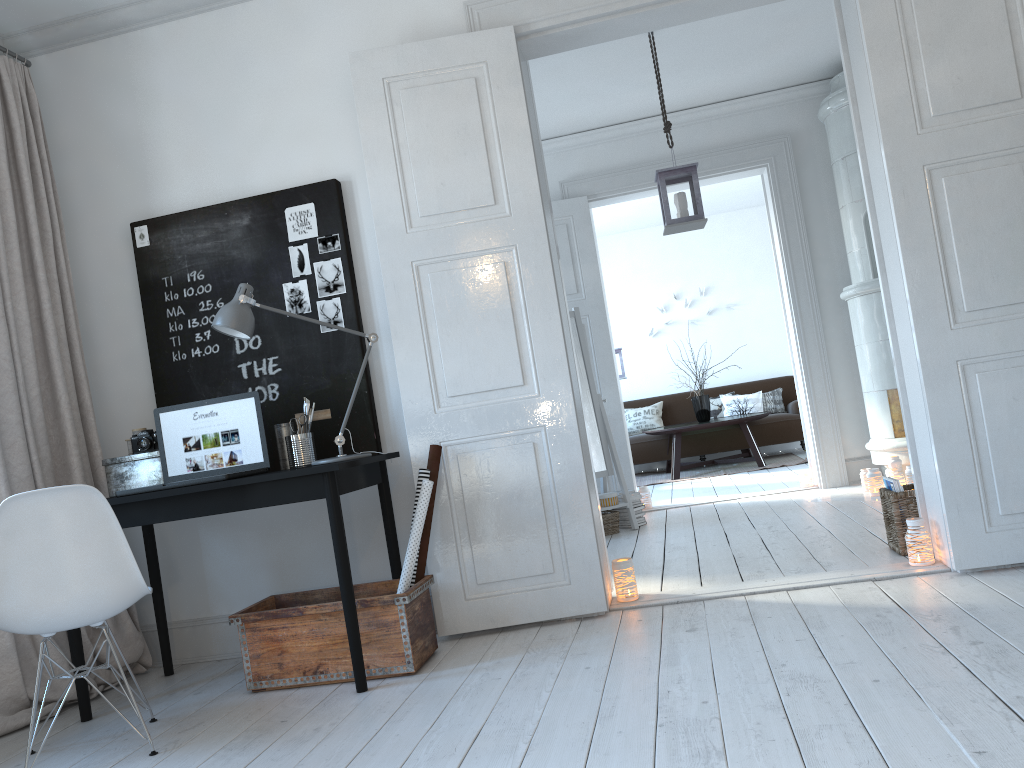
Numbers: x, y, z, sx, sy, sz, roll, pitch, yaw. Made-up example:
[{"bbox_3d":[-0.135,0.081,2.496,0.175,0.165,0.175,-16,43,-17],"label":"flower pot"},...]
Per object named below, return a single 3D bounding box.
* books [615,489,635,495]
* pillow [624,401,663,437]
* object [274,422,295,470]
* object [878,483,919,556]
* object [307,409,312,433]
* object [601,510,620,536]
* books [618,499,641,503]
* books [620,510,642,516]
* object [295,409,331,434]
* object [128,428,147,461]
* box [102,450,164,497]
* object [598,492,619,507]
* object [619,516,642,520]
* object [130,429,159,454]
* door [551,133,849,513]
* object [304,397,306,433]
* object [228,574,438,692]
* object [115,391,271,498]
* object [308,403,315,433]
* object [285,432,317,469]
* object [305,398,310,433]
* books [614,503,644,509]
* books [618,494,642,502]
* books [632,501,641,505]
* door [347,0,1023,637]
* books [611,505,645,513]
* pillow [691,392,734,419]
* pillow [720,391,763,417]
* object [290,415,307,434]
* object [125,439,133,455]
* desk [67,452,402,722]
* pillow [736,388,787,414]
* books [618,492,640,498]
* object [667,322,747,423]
[{"bbox_3d":[0.738,0.718,5.877,0.111,0.014,0.156,-9,-2,-10],"label":"books"},{"bbox_3d":[1.478,0.414,10.030,0.519,0.367,0.239,-9,-2,10],"label":"pillow"},{"bbox_3d":[-0.899,0.252,3.545,0.079,0.188,0.079,-9,-2,-11],"label":"object"},{"bbox_3d":[1.744,0.564,3.768,0.270,0.264,0.224,-9,-2,10],"label":"object"},{"bbox_3d":[-0.800,0.208,3.459,0.009,0.221,0.082,-10,-2,39],"label":"object"},{"bbox_3d":[0.584,0.900,5.735,0.185,0.140,0.296,-8,-2,-18],"label":"object"},{"bbox_3d":[0.752,0.774,5.865,0.128,0.016,0.181,-8,-3,-19],"label":"books"},{"bbox_3d":[0.757,0.852,5.867,0.167,0.022,0.128,-11,-3,44],"label":"books"},{"bbox_3d":[-0.774,0.211,3.504,0.138,0.208,0.034,-9,-1,-10],"label":"object"},{"bbox_3d":[-1.513,0.245,3.543,0.056,0.130,0.167,-9,-2,9],"label":"object"},{"bbox_3d":[-1.457,0.353,3.558,0.317,0.152,0.193,-9,-2,10],"label":"box"},{"bbox_3d":[0.614,0.744,5.712,0.142,0.074,0.142,-9,-2,-6],"label":"object"},{"bbox_3d":[0.764,0.885,5.875,0.111,0.014,0.157,-7,-3,-37],"label":"object"},{"bbox_3d":[-1.434,0.224,3.460,0.137,0.087,0.073,-9,-2,10],"label":"object"},{"bbox_3d":[1.369,-0.390,6.503,2.600,2.504,0.577,-9,-2,10],"label":"door"},{"bbox_3d":[-0.809,0.184,3.471,0.008,0.267,0.060,-10,-2,27],"label":"object"},{"bbox_3d":[-0.627,0.908,3.233,0.665,0.282,0.339,-9,-2,10],"label":"object"},{"bbox_3d":[-1.180,0.214,3.244,0.446,0.315,0.325,-9,-2,10],"label":"object"},{"bbox_3d":[-0.791,0.197,3.452,0.084,0.240,0.009,-9,-1,-13],"label":"object"},{"bbox_3d":[-0.821,0.260,3.458,0.108,0.128,0.108,-10,-2,25],"label":"object"},{"bbox_3d":[-0.804,0.186,3.470,0.062,0.264,0.012,-8,-2,-38],"label":"object"},{"bbox_3d":[0.763,0.807,5.868,0.128,0.016,0.179,-7,-3,-37],"label":"books"},{"bbox_3d":[0.756,0.752,5.858,0.128,0.026,0.200,-8,-3,-18],"label":"books"},{"bbox_3d":[0.755,0.791,5.867,0.128,0.016,0.177,-8,-3,-23],"label":"books"},{"bbox_3d":[0.828,-0.433,3.536,2.600,2.504,0.577,-9,-2,10],"label":"door"},{"bbox_3d":[0.765,0.827,5.859,0.193,0.022,0.128,-11,-3,43],"label":"books"},{"bbox_3d":[2.257,0.294,9.847,0.473,0.347,0.158,-9,-2,8],"label":"pillow"},{"bbox_3d":[2.525,0.236,9.721,0.471,0.309,0.188,-9,-2,11],"label":"pillow"},{"bbox_3d":[-0.836,0.223,3.472,0.081,0.198,0.050,-10,-2,35],"label":"object"},{"bbox_3d":[-1.554,0.259,3.618,0.040,0.069,0.040,-9,-2,-2],"label":"object"},{"bbox_3d":[-1.011,0.732,3.303,1.160,0.758,0.651,-9,-2,10],"label":"desk"},{"bbox_3d":[2.743,0.218,9.795,0.542,0.287,0.183,-9,-2,11],"label":"pillow"},{"bbox_3d":[0.747,0.732,5.863,0.132,0.017,0.187,-8,-3,-17],"label":"books"},{"bbox_3d":[1.983,-0.160,8.960,0.845,1.065,0.526,-8,-2,-19],"label":"object"}]
